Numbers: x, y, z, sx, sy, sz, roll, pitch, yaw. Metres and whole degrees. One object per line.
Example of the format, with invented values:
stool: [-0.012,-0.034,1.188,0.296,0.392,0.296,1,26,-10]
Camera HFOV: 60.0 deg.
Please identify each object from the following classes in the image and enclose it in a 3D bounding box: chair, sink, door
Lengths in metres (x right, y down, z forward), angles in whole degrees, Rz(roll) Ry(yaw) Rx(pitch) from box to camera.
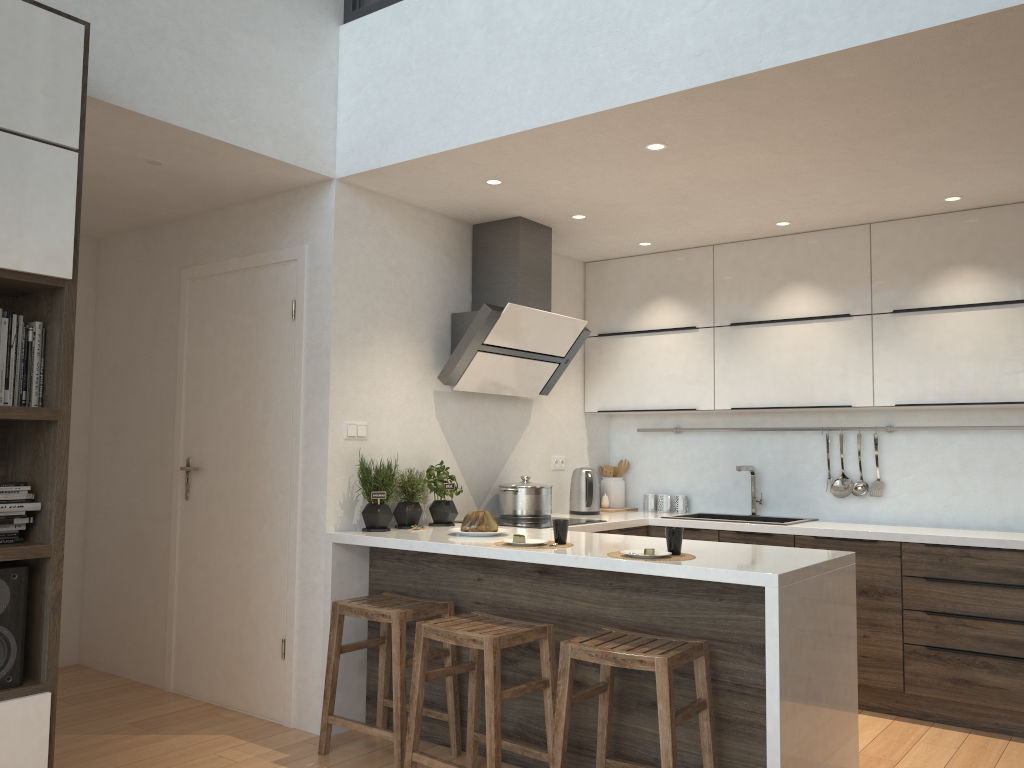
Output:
chair: [0.393,1.128,2.839,0.450,0.600,0.350,-2,-5,34]
chair: [-0.480,1.172,3.540,0.450,0.600,0.350,-3,-5,37]
sink: [1.255,0.711,4.889,0.706,0.518,0.512,-3,-5,37]
chair: [-0.099,1.143,3.105,0.450,0.600,0.350,-3,-6,42]
door: [-1.326,0.452,4.213,0.974,2.136,0.085,-3,-5,37]

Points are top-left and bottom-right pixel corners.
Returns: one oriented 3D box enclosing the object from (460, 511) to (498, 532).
object: [-0.141,0.594,3.802,0.155,0.101,0.161,-2,-5,32]

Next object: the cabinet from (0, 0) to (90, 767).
cabinet: [-2.625,0.008,1.088,0.338,2.494,4.036,-3,-5,37]

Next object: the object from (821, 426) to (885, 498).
object: [1.845,0.425,4.808,0.320,0.389,0.069,-3,-6,38]

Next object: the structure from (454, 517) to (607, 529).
structure: [0.091,0.699,4.513,0.550,0.006,0.609,-3,-5,37]

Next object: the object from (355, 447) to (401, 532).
object: [-0.594,0.463,3.914,0.186,0.367,0.196,-3,-5,36]

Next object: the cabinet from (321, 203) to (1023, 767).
cabinet: [1.323,0.306,3.754,3.495,2.401,2.401,-3,-5,37]

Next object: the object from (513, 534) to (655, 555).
object: [0.245,0.579,3.202,0.597,0.039,0.064,-2,-5,33]

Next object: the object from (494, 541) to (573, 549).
object: [0.083,0.615,3.401,0.305,0.002,0.305,0,-4,6]

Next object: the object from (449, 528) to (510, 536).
object: [-0.140,0.632,3.784,0.261,0.021,0.261,-2,-5,31]

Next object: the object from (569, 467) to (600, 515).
object: [0.415,0.618,5.138,0.179,0.270,0.220,-1,-5,24]

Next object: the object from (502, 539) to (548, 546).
object: [0.051,0.605,3.379,0.176,0.014,0.176,-2,-5,27]

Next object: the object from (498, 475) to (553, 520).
object: [0.071,0.598,4.706,0.315,0.223,0.288,2,-5,-12]

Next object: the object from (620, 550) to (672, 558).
object: [0.458,0.582,3.033,0.176,0.014,0.176,-3,-6,41]

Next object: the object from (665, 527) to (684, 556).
object: [0.566,0.549,3.092,0.066,0.093,0.066,0,-4,10]

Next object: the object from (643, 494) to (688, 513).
object: [0.935,0.728,5.422,0.297,0.105,0.112,-3,-6,38]

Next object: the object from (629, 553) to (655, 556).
object: [0.438,0.576,2.984,0.025,0.012,0.126,4,-5,-35]

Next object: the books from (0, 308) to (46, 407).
books: [-1.574,-0.075,2.579,0.201,0.287,0.332,-3,-5,36]

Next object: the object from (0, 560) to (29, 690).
object: [-1.531,0.684,2.521,0.214,0.331,0.244,5,-6,-43]

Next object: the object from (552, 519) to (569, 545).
object: [0.187,0.570,3.411,0.066,0.093,0.066,2,-5,-18]

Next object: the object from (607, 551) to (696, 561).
object: [0.481,0.594,3.068,0.304,0.002,0.304,2,-5,-21]

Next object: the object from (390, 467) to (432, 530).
object: [-0.463,0.520,4.083,0.211,0.283,0.221,4,-6,-40]

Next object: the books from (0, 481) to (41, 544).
books: [-1.579,0.368,2.514,0.224,0.176,0.374,-3,-5,36]

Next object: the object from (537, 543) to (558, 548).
object: [0.129,0.601,3.301,0.025,0.011,0.126,-3,-6,40]

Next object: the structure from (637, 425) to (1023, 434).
structure: [2.005,0.238,4.715,3.000,0.045,0.050,-3,-5,37]

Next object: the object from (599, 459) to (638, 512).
object: [0.612,0.627,5.520,0.221,0.316,0.330,-3,-5,37]

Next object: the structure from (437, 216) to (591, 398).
structure: [0.038,-0.447,4.657,0.407,0.998,0.898,-3,-5,37]

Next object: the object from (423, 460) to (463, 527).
object: [-0.341,0.519,4.237,0.172,0.311,0.179,5,-6,-42]
